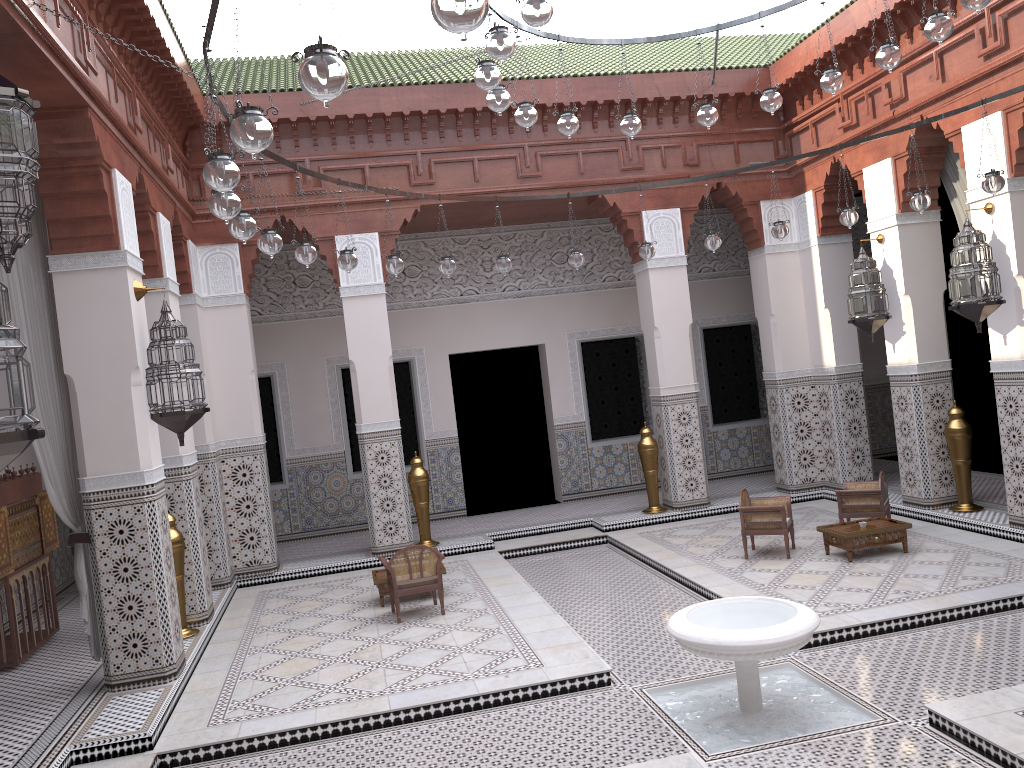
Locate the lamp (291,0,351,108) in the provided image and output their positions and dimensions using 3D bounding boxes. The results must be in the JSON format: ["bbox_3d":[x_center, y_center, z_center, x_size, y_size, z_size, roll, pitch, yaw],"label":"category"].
[{"bbox_3d":[-0.319,-0.619,1.390,0.091,0.371,0.090,-6,1,4],"label":"lamp"}]

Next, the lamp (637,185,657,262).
[{"bbox_3d":[0.636,-0.770,4.265,0.091,0.371,0.090,-7,1,-26],"label":"lamp"}]

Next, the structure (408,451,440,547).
[{"bbox_3d":[-0.520,0.652,5.061,0.156,0.539,0.156,-6,1,40],"label":"structure"}]

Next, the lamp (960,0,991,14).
[{"bbox_3d":[1.227,-1.171,2.355,0.090,0.371,0.091,-6,1,24],"label":"lamp"}]

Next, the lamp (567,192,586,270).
[{"bbox_3d":[0.296,-0.731,4.250,0.091,0.371,0.090,-7,1,-26],"label":"lamp"}]

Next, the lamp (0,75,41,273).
[{"bbox_3d":[-1.299,-0.563,2.227,0.220,0.571,0.221,-7,1,-11],"label":"lamp"}]

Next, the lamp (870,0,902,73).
[{"bbox_3d":[1.189,-1.173,2.810,0.090,0.371,0.091,-7,1,-11],"label":"lamp"}]

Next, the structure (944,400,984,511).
[{"bbox_3d":[2.215,0.349,4.380,0.156,0.539,0.156,-6,1,6],"label":"structure"}]

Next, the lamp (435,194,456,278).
[{"bbox_3d":[-0.308,-0.657,3.947,0.090,0.371,0.091,-6,1,4],"label":"lamp"}]

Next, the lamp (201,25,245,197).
[{"bbox_3d":[-0.654,-0.589,1.919,0.091,0.371,0.090,-6,1,34],"label":"lamp"}]

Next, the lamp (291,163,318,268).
[{"bbox_3d":[-0.754,-0.595,3.142,0.090,0.371,0.091,-7,1,-26],"label":"lamp"}]

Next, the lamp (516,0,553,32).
[{"bbox_3d":[0.037,-1.032,2.127,0.091,0.371,0.090,-6,1,14],"label":"lamp"}]

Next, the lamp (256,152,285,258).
[{"bbox_3d":[-0.798,-0.585,2.838,0.090,0.371,0.091,-7,1,-36],"label":"lamp"}]

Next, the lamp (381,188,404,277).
[{"bbox_3d":[-0.513,-0.630,3.714,0.090,0.371,0.091,-7,1,-11],"label":"lamp"}]

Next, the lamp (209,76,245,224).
[{"bbox_3d":[-0.741,-0.583,2.213,0.091,0.371,0.090,-6,1,24],"label":"lamp"}]

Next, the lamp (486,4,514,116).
[{"bbox_3d":[-0.067,-1.029,2.796,0.090,0.371,0.091,-7,1,-36],"label":"lamp"}]

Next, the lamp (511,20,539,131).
[{"bbox_3d":[0.025,-1.043,3.010,0.090,0.371,0.091,-7,1,-16],"label":"lamp"}]

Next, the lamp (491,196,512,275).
[{"bbox_3d":[-0.058,-0.688,4.128,0.090,0.371,0.091,-6,1,14],"label":"lamp"}]

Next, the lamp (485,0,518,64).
[{"bbox_3d":[-0.054,-1.024,2.327,0.091,0.371,0.090,-6,1,29],"label":"lamp"}]

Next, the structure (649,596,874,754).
[{"bbox_3d":[0.698,0.821,2.600,0.501,0.310,0.528,-7,1,-11],"label":"structure"}]

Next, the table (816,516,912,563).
[{"bbox_3d":[1.577,0.690,3.967,0.330,0.142,0.229,-7,1,-11],"label":"table"}]

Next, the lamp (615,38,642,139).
[{"bbox_3d":[0.423,-1.093,3.296,0.090,0.371,0.091,-6,1,29],"label":"lamp"}]

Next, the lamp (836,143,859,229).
[{"bbox_3d":[1.451,-0.857,3.836,0.090,0.371,0.091,-6,1,4],"label":"lamp"}]

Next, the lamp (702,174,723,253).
[{"bbox_3d":[0.934,-0.803,4.190,0.091,0.371,0.090,-7,1,-26],"label":"lamp"}]

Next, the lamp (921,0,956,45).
[{"bbox_3d":[1.237,-1.176,2.583,0.090,0.371,0.091,-6,1,14],"label":"lamp"}]

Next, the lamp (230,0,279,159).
[{"bbox_3d":[-0.507,-0.601,1.643,0.091,0.371,0.090,-6,1,24],"label":"lamp"}]

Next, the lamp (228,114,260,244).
[{"bbox_3d":[-0.792,-0.582,2.525,0.091,0.371,0.090,-6,1,44],"label":"lamp"}]

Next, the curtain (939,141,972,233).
[{"bbox_3d":[2.399,-0.360,3.880,0.137,1.761,1.304,-7,1,-11],"label":"curtain"}]

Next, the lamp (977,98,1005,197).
[{"bbox_3d":[1.801,-0.890,3.328,0.090,0.371,0.091,-6,1,4],"label":"lamp"}]

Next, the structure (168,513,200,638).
[{"bbox_3d":[-1.408,0.773,3.675,0.156,0.539,0.156,-7,1,-5],"label":"structure"}]

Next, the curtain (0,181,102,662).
[{"bbox_3d":[-1.559,0.103,3.123,0.048,1.761,1.304,-7,1,-11],"label":"curtain"}]

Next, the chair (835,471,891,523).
[{"bbox_3d":[1.705,0.585,4.297,0.208,0.313,0.263,-6,1,30],"label":"chair"}]

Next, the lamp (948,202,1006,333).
[{"bbox_3d":[1.974,-0.494,3.795,0.221,0.552,0.216,-7,1,-11],"label":"lamp"}]

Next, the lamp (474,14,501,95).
[{"bbox_3d":[-0.094,-1.023,2.570,0.090,0.371,0.091,-7,1,-41],"label":"lamp"}]

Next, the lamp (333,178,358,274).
[{"bbox_3d":[-0.660,-0.610,3.440,0.090,0.371,0.091,-7,1,-11],"label":"lamp"}]

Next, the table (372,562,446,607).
[{"bbox_3d":[-0.476,0.923,4.119,0.330,0.142,0.229,-7,1,-11],"label":"table"}]

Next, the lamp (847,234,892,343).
[{"bbox_3d":[1.825,-0.488,4.562,0.221,0.552,0.216,-7,1,-11],"label":"lamp"}]

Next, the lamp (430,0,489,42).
[{"bbox_3d":[-0.091,-0.642,1.179,0.091,0.371,0.090,-7,1,-6],"label":"lamp"}]

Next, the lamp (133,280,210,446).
[{"bbox_3d":[-1.222,-0.083,3.185,0.217,0.618,0.216,-7,1,-11],"label":"lamp"}]

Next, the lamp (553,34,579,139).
[{"bbox_3d":[0.180,-1.063,3.180,0.090,0.371,0.091,-6,1,4],"label":"lamp"}]

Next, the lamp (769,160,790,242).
[{"bbox_3d":[1.212,-0.832,4.033,0.090,0.371,0.091,-6,1,4],"label":"lamp"}]

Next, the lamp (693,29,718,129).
[{"bbox_3d":[0.715,-1.126,3.275,0.091,0.371,0.090,-6,1,34],"label":"lamp"}]

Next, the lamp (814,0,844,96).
[{"bbox_3d":[1.081,-1.164,3.010,0.090,0.371,0.091,-7,1,-21],"label":"lamp"}]

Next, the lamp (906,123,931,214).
[{"bbox_3d":[1.651,-0.876,3.598,0.090,0.371,0.091,-6,1,4],"label":"lamp"}]

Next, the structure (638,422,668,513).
[{"bbox_3d":[0.828,0.494,5.324,0.156,0.539,0.156,-6,1,40],"label":"structure"}]

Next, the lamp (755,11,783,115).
[{"bbox_3d":[0.921,-1.148,3.171,0.090,0.371,0.091,-7,1,-36],"label":"lamp"}]

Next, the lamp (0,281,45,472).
[{"bbox_3d":[-0.872,-0.098,1.382,0.217,0.618,0.216,-7,1,-11],"label":"lamp"}]

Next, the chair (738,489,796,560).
[{"bbox_3d":[1.197,0.645,4.163,0.208,0.313,0.263,-6,1,25],"label":"chair"}]

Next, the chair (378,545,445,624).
[{"bbox_3d":[-0.422,0.835,3.818,0.263,0.313,0.208,-7,1,-15],"label":"chair"}]
